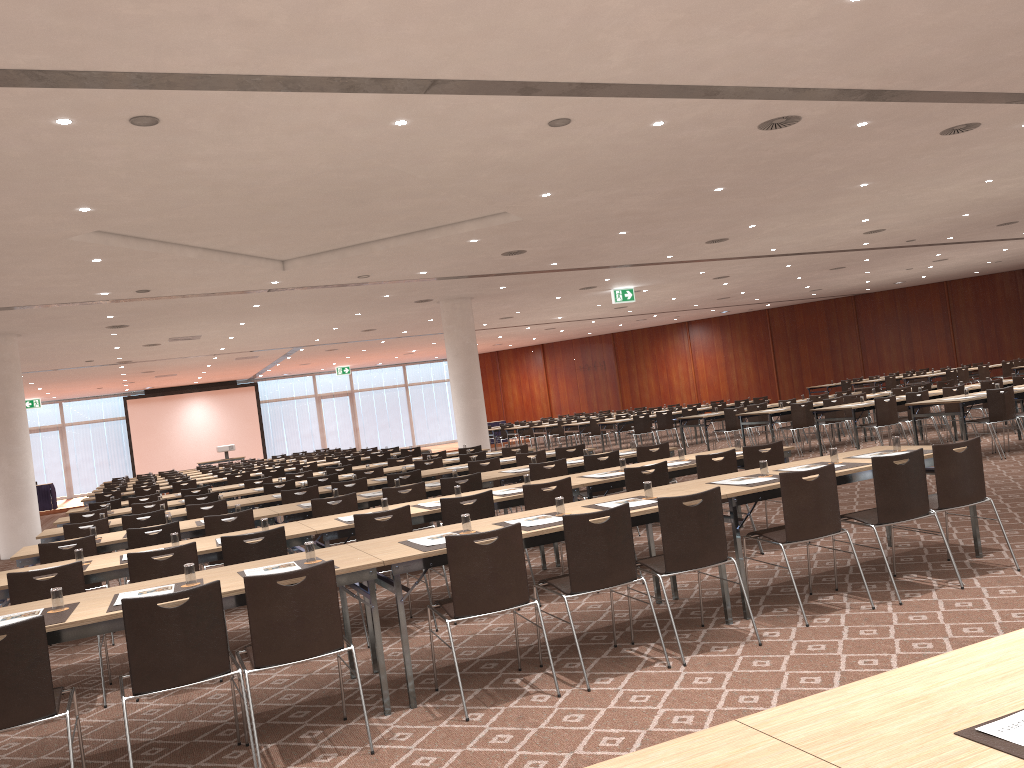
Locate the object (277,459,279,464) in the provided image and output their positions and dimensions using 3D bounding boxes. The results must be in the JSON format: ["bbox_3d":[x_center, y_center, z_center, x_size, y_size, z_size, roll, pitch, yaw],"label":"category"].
[{"bbox_3d":[-5.830,1.939,22.084,0.054,0.114,0.054,-8,-1,11],"label":"object"}]

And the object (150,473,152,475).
[{"bbox_3d":[-10.024,2.542,24.635,0.054,0.114,0.054,-8,-1,11],"label":"object"}]

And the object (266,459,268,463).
[{"bbox_3d":[-6.594,2.078,23.925,0.054,0.114,0.054,-8,-1,11],"label":"object"}]

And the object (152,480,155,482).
[{"bbox_3d":[-7.714,2.122,19.104,0.054,0.114,0.054,-8,-1,33],"label":"object"}]

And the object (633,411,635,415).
[{"bbox_3d":[3.272,0.783,23.792,0.054,0.114,0.054,-8,-1,33],"label":"object"}]

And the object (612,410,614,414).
[{"bbox_3d":[3.213,0.882,28.094,0.054,0.114,0.054,-8,-1,33],"label":"object"}]

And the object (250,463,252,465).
[{"bbox_3d":[-6.419,2.010,21.823,0.054,0.114,0.054,-8,-1,11],"label":"object"}]

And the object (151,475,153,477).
[{"bbox_3d":[-9.252,2.402,22.788,0.054,0.114,0.054,-8,-1,11],"label":"object"}]

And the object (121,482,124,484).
[{"bbox_3d":[-9.082,2.335,20.692,0.054,0.114,0.054,-8,-1,33],"label":"object"}]

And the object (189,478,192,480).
[{"bbox_3d":[-6.353,1.910,17.513,0.054,0.114,0.054,-8,-1,11],"label":"object"}]

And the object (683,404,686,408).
[{"bbox_3d":[4.753,0.602,24.429,0.054,0.114,0.054,-8,-1,11],"label":"object"}]

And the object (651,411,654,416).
[{"bbox_3d":[3.444,0.715,21.691,0.054,0.114,0.054,-8,-1,33],"label":"object"}]

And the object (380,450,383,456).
[{"bbox_3d":[-2.807,1.478,19.028,0.054,0.114,0.054,-8,-1,11],"label":"object"}]

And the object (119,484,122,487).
[{"bbox_3d":[-8.316,2.196,18.861,0.054,0.114,0.054,-8,-1,33],"label":"object"}]

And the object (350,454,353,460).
[{"bbox_3d":[-3.392,1.549,18.784,0.054,0.114,0.054,-8,-1,11],"label":"object"}]

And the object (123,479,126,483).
[{"bbox_3d":[-9.846,2.474,22.537,0.054,0.114,0.054,-8,-1,33],"label":"object"}]

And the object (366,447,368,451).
[{"bbox_3d":[-3.752,1.685,22.962,0.054,0.114,0.054,-8,-1,33],"label":"object"}]

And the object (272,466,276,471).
[{"bbox_3d":[-4.872,1.729,18.152,0.054,0.114,0.054,-8,-1,33],"label":"object"}]

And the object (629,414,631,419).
[{"bbox_3d":[2.851,0.788,21.441,0.054,0.114,0.054,-8,-1,33],"label":"object"}]

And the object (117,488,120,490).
[{"bbox_3d":[-7.553,2.057,17.019,0.054,0.114,0.054,-8,-1,33],"label":"object"}]

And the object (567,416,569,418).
[{"bbox_3d":[1.730,1.063,27.469,0.054,0.114,0.054,-7,-1,-34],"label":"object"}]

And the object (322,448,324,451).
[{"bbox_3d":[-6.066,2.106,28.493,0.054,0.114,0.054,-8,-1,33],"label":"object"}]

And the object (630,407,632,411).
[{"bbox_3d":[3.810,0.809,28.358,0.054,0.114,0.054,-8,-1,33],"label":"object"}]

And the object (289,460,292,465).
[{"bbox_3d":[-5.052,1.798,20.242,0.054,0.114,0.054,-8,-1,33],"label":"object"}]

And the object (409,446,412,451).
[{"bbox_3d":[-2.200,1.403,19.281,0.054,0.114,0.054,-8,-1,33],"label":"object"}]

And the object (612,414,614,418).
[{"bbox_3d":[2.676,0.855,23.541,0.054,0.114,0.054,-8,-1,33],"label":"object"}]

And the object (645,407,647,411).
[{"bbox_3d":[3.977,0.743,26.251,0.054,0.114,0.054,-8,-1,33],"label":"object"}]

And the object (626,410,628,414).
[{"bbox_3d":[3.383,0.815,26.005,0.054,0.114,0.054,-8,-1,33],"label":"object"}]

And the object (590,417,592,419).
[{"bbox_3d":[2.075,0.929,23.282,0.054,0.114,0.054,-8,-1,33],"label":"object"}]

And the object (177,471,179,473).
[{"bbox_3d":[-8.677,2.332,23.050,0.054,0.114,0.054,-8,-1,11],"label":"object"}]

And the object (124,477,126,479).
[{"bbox_3d":[-10.631,2.617,24.380,0.054,0.114,0.054,-8,-1,33],"label":"object"}]

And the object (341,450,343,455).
[{"bbox_3d":[-4.350,1.758,22.719,0.054,0.114,0.054,-8,-1,11],"label":"object"}]

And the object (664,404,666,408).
[{"bbox_3d":[4.585,0.669,26.516,0.054,0.114,0.054,-8,-1,33],"label":"object"}]

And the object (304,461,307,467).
[{"bbox_3d":[-4.284,1.658,18.399,0.054,0.114,0.054,-8,-1,33],"label":"object"}]

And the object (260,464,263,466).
[{"bbox_3d":[-5.638,1.869,19.989,0.054,0.114,0.054,-8,-1,33],"label":"object"}]

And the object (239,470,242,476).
[{"bbox_3d":[-5.466,1.802,17.887,0.054,0.114,0.054,-8,-1,33],"label":"object"}]

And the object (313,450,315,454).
[{"bbox_3d":[-5.889,2.038,26.398,0.054,0.114,0.054,-8,-1,11],"label":"object"}]

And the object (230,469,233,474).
[{"bbox_3d":[-6.247,1.943,19.740,0.054,0.114,0.054,-8,-1,33],"label":"object"}]

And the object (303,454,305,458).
[{"bbox_3d":[-5.698,1.969,24.308,0.054,0.114,0.054,-8,-1,11],"label":"object"}]

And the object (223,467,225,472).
[{"bbox_3d":[-7.008,2.082,21.575,0.054,0.114,0.054,-8,-1,11],"label":"object"}]

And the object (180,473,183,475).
[{"bbox_3d":[-7.892,2.190,21.203,0.054,0.114,0.054,-8,-1,11],"label":"object"}]

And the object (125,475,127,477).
[{"bbox_3d":[-11.395,2.756,26.216,0.054,0.114,0.054,-8,-1,33],"label":"object"}]

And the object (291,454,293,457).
[{"bbox_3d":[-6.476,2.110,26.149,0.054,0.114,0.054,-8,-1,11],"label":"object"}]

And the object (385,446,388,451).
[{"bbox_3d":[-2.984,1.545,21.122,0.054,0.114,0.054,-8,-1,33],"label":"object"}]

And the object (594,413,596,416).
[{"bbox_3d":[2.614,0.955,27.850,0.054,0.114,0.054,-8,-1,33],"label":"object"}]

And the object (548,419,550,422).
[{"bbox_3d":[1.145,1.134,27.220,0.054,0.114,0.054,-7,-1,-34],"label":"object"}]

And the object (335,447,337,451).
[{"bbox_3d":[-5.291,1.965,26.659,0.054,0.114,0.054,-8,-1,33],"label":"object"}]

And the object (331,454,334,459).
[{"bbox_3d":[-4.163,1.689,20.613,0.054,0.114,0.054,-8,-1,11],"label":"object"}]

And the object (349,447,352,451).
[{"bbox_3d":[-4.513,1.824,24.810,0.054,0.114,0.054,-8,-1,33],"label":"object"}]

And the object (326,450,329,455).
[{"bbox_3d":[-5.107,1.897,24.552,0.054,0.114,0.054,-8,-1,11],"label":"object"}]

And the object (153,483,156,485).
[{"bbox_3d":[-6.955,1.984,17.272,0.054,0.114,0.054,-8,-1,11],"label":"object"}]

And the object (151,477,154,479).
[{"bbox_3d":[-8.489,2.263,20.959,0.054,0.114,0.054,-8,-1,11],"label":"object"}]

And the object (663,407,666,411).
[{"bbox_3d":[4.160,0.674,24.178,0.054,0.114,0.054,-8,-1,11],"label":"object"}]

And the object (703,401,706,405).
[{"bbox_3d":[5.355,0.528,24.669,0.054,0.114,0.054,-8,-1,11],"label":"object"}]

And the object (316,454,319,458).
[{"bbox_3d":[-4.930,1.829,22.470,0.054,0.114,0.054,-8,-1,11],"label":"object"}]

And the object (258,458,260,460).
[{"bbox_3d":[-7.361,2.218,25.767,0.054,0.114,0.054,-8,-1,11],"label":"object"}]

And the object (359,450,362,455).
[{"bbox_3d":[-3.567,1.617,20.880,0.054,0.114,0.054,-8,-1,11],"label":"object"}]

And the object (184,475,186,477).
[{"bbox_3d":[-7.137,2.052,19.360,0.054,0.114,0.054,-8,-1,33],"label":"object"}]
